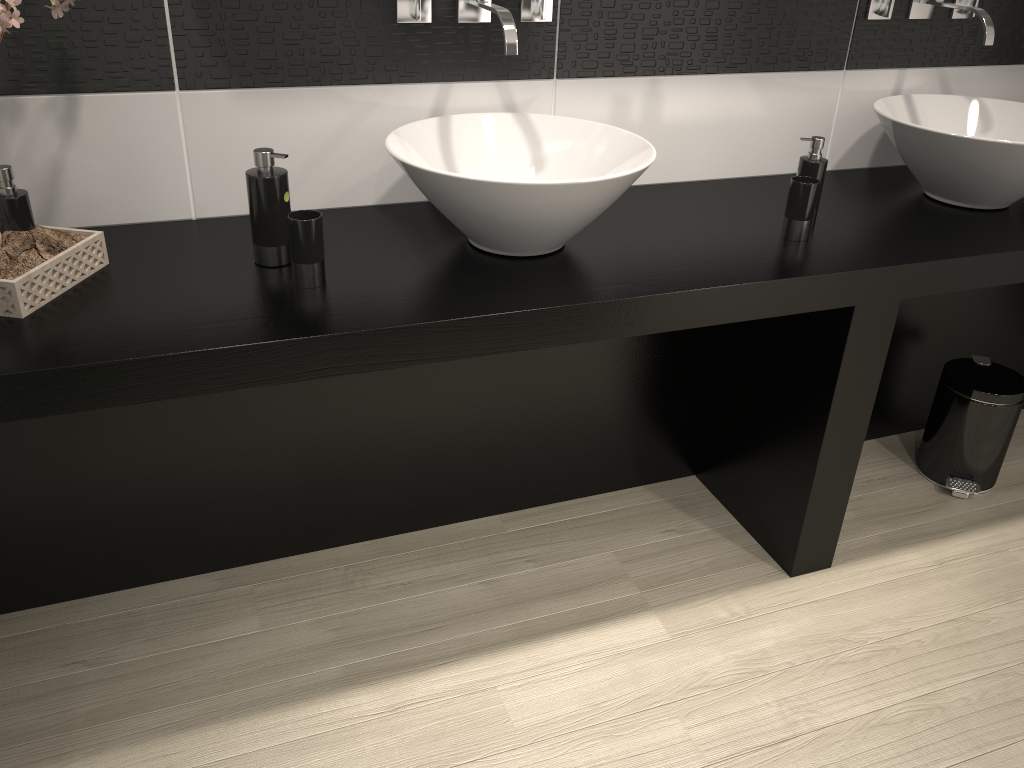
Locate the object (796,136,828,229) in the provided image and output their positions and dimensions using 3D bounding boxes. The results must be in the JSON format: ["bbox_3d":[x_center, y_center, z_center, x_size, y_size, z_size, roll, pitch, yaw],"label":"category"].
[{"bbox_3d":[0.691,-0.469,2.059,0.063,0.205,0.063,-20,35,-36],"label":"object"}]

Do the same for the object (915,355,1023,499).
[{"bbox_3d":[1.363,0.125,2.630,0.226,0.333,0.306,-3,29,-10],"label":"object"}]

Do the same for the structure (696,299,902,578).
[{"bbox_3d":[0.702,0.044,2.294,0.126,0.752,0.470,-8,30,-19],"label":"structure"}]

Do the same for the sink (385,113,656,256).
[{"bbox_3d":[0.014,-0.409,1.886,0.561,0.209,0.566,13,31,19],"label":"sink"}]

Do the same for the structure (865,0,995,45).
[{"bbox_3d":[1.159,-0.958,2.304,0.367,0.107,0.262,-8,31,-19],"label":"structure"}]

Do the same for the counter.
[{"bbox_3d":[0.607,-0.356,2.147,3.850,0.083,0.663,-9,31,-19],"label":"counter"}]

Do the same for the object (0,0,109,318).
[{"bbox_3d":[-0.935,-0.407,1.470,0.261,0.553,0.636,6,29,7],"label":"object"}]

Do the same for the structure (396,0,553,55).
[{"bbox_3d":[-0.036,-0.778,1.886,0.367,0.107,0.262,-8,31,-19],"label":"structure"}]

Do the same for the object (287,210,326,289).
[{"bbox_3d":[-0.383,-0.252,1.659,0.063,0.132,0.064,9,29,11],"label":"object"}]

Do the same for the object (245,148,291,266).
[{"bbox_3d":[-0.473,-0.347,1.729,0.079,0.217,0.080,-14,32,-28],"label":"object"}]

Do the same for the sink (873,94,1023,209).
[{"bbox_3d":[1.211,-0.589,2.305,0.562,0.209,0.564,-22,37,-37],"label":"sink"}]

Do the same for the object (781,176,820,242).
[{"bbox_3d":[0.649,-0.395,1.998,0.063,0.132,0.064,9,29,11],"label":"object"}]
